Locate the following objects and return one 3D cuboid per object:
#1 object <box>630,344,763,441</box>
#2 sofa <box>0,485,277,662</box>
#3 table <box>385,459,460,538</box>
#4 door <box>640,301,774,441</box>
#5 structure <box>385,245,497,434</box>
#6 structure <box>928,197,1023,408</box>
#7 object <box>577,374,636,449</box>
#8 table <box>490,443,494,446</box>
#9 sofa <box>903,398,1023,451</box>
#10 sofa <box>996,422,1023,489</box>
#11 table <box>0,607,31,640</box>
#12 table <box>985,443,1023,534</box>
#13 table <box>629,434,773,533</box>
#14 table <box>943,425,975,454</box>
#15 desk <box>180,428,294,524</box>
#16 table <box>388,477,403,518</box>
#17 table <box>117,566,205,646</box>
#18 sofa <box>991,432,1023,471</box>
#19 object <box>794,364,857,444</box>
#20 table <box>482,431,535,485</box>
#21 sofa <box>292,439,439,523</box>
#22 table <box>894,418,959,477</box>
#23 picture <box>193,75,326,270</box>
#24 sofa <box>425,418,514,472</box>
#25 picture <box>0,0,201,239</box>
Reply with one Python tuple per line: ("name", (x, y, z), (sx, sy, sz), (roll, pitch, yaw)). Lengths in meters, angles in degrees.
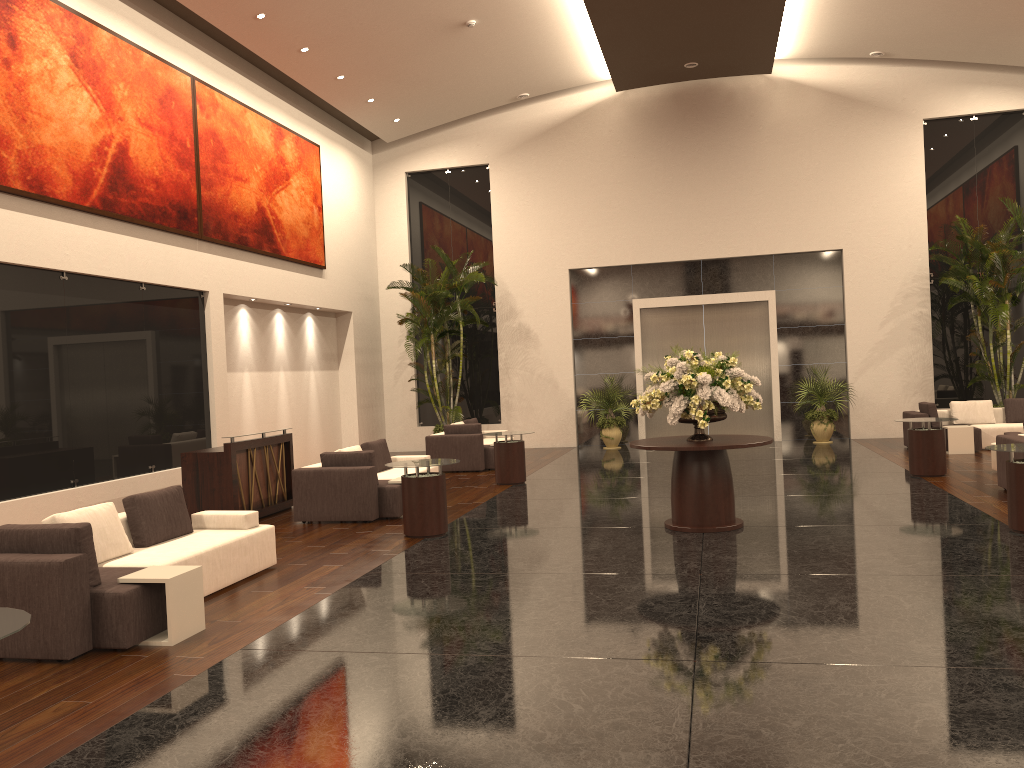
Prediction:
("object", (2.016, 0.056, 9.503), (1.453, 1.097, 1.402), (-3, 1, -31))
("sofa", (-2.934, 1.360, 7.145), (1.291, 0.862, 2.846), (-3, 1, 13))
("table", (-0.968, 1.267, 9.802), (0.833, 0.795, 0.844), (-3, 1, -26))
("door", (4.301, -0.229, 19.646), (2.767, 3.048, 0.040), (-3, 1, 13))
("structure", (-1.467, -0.734, 19.684), (2.436, 4.611, 2.531), (-3, 1, -15))
("structure", (9.435, -1.222, 17.039), (2.436, 4.611, 2.531), (-3, 1, -15))
("object", (2.156, 0.564, 19.314), (1.373, 1.682, 1.297), (-3, 1, -44))
("table", (-0.153, 1.321, 16.338), (0.400, 0.460, 0.400), (-3, 1, 13))
("sofa", (8.588, 0.709, 15.748), (2.846, 0.862, 1.291), (-3, 1, 13))
("sofa", (7.326, 0.835, 10.219), (2.846, 0.862, 1.291), (-3, 1, 13))
("table", (-2.390, 1.408, 3.571), (0.844, 0.795, 0.833), (-3, 1, -38))
("table", (4.988, 0.999, 8.436), (0.833, 0.795, 0.844), (-3, 1, -26))
("table", (2.038, 1.064, 9.522), (1.498, 0.921, 1.498), (-3, 1, 4))
("table", (7.688, 0.960, 15.285), (0.400, 0.460, 0.400), (-3, 1, 13))
("desk", (-3.566, 1.207, 11.778), (0.760, 1.114, 1.634), (-3, 1, 13))
("table", (-1.308, 1.436, 11.279), (0.400, 0.460, 0.400), (-3, 1, 13))
("table", (-2.458, 1.550, 6.236), (0.400, 0.460, 0.400), (-3, 1, 13))
("sofa", (8.288, 0.754, 13.132), (2.586, 0.862, 3.366), (-3, 1, 13))
("object", (6.363, 0.376, 18.296), (1.373, 1.682, 1.297), (-3, 1, -39))
("table", (-0.035, 1.172, 14.021), (0.833, 0.795, 0.844), (-3, 1, -26))
("sofa", (-1.783, 1.245, 12.188), (1.291, 0.862, 2.846), (-3, 1, 13))
("table", (5.921, 0.905, 12.655), (0.833, 0.795, 0.844), (-3, 1, -26))
("picture", (-4.391, -3.551, 15.898), (0.070, 2.526, 4.515), (-3, 1, 13))
("sofa", (-0.629, 1.130, 17.247), (1.291, 0.862, 2.846), (-3, 1, 13))
("picture", (-5.397, -3.451, 11.491), (0.070, 2.526, 4.515), (-3, 1, 13))
